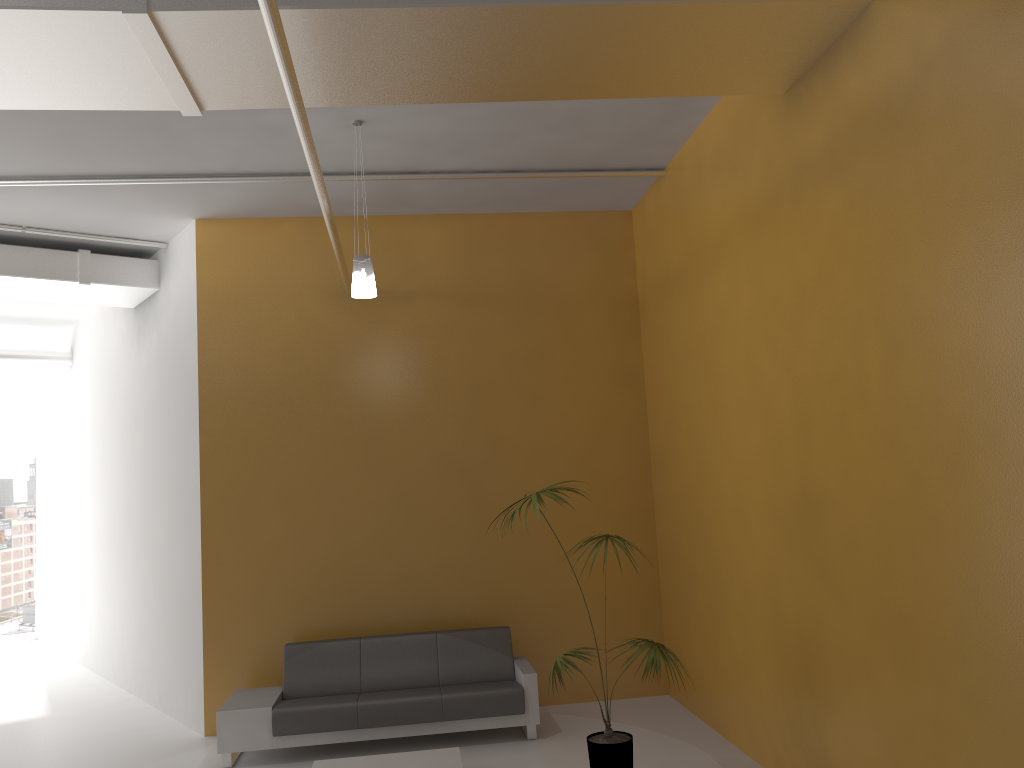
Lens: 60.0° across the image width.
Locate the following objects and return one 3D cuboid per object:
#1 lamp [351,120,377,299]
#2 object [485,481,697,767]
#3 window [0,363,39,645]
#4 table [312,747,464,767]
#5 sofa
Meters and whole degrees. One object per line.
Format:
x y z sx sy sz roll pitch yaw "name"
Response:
-1.034 -1.201 6.061 0.174 1.227 0.174 -8 -8 34 "lamp"
0.470 1.578 5.490 1.222 1.956 0.912 -8 -8 33 "object"
-9.824 1.705 12.434 8.533 4.498 0.100 2 -8 -37 "window"
-0.802 2.583 5.662 1.000 0.150 1.000 -3 -7 -7 "table"
-1.033 2.450 7.055 2.400 0.761 0.860 -3 -7 -7 "sofa"
